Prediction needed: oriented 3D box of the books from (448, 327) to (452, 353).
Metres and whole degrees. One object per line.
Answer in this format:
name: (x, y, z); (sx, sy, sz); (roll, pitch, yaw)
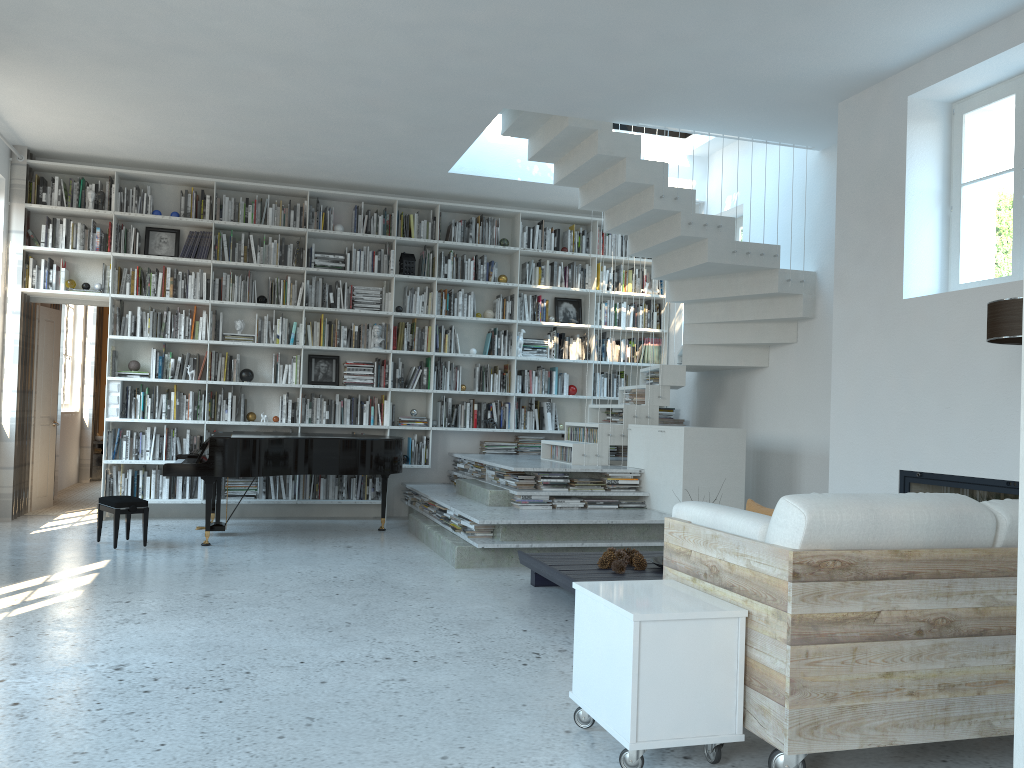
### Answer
books: (-0.627, -0.432, 8.944); (0.006, 0.270, 0.178); (2, -1, -17)

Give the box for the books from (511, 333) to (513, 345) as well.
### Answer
books: (-0.016, -0.393, 9.123); (0.010, 0.245, 0.158); (2, -1, -17)

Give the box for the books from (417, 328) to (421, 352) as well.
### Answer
books: (-0.939, -0.432, 8.830); (0.027, 0.242, 0.188); (2, -2, -17)

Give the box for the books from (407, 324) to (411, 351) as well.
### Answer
books: (-1.045, -0.453, 8.840); (0.035, 0.278, 0.139); (2, -1, -17)

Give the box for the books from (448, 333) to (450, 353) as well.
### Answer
books: (-0.650, -0.404, 8.933); (0.007, 0.211, 0.158); (2, -2, -17)

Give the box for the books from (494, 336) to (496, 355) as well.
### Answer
books: (-0.196, -0.383, 9.070); (0.006, 0.209, 0.188); (2, -2, -17)

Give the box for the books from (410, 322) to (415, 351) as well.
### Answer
books: (-0.991, -0.460, 8.817); (0.019, 0.293, 0.182); (2, -1, -17)

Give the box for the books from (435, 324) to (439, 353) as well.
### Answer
books: (-0.764, -0.447, 8.899); (0.035, 0.287, 0.191); (2, -1, -17)

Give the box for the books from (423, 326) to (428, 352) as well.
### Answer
books: (-0.875, -0.440, 8.873); (0.032, 0.266, 0.143); (2, -1, -17)

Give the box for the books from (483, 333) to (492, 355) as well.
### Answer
books: (-0.255, -0.400, 9.066); (0.056, 0.241, 0.153); (2, -1, -17)

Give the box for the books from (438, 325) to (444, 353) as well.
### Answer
books: (-0.717, -0.441, 8.896); (0.013, 0.279, 0.191); (2, -1, -17)

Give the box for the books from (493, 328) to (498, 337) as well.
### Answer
books: (-0.177, -0.425, 9.092); (0.013, 0.295, 0.154); (2, -1, -17)

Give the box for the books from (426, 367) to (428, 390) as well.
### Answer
books: (-0.864, -0.053, 8.869); (0.021, 0.226, 0.148); (2, -1, -17)

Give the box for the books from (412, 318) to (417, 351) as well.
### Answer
books: (-0.984, -0.481, 8.839); (0.021, 0.337, 0.169); (2, -1, -17)

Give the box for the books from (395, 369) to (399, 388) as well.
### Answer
books: (-1.145, -0.048, 8.773); (0.027, 0.192, 0.182); (2, -2, -17)

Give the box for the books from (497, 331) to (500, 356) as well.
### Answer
books: (-0.153, -0.408, 9.085); (0.018, 0.263, 0.165); (2, -1, -17)

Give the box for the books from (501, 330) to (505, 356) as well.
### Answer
books: (-0.108, -0.412, 9.108); (0.032, 0.274, 0.154); (2, -1, -17)

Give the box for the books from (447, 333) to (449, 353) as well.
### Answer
books: (-0.662, -0.403, 8.938); (0.014, 0.209, 0.156); (2, -2, -17)

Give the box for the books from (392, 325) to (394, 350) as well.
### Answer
books: (-1.194, -0.449, 8.789); (0.015, 0.255, 0.150); (2, -1, -17)

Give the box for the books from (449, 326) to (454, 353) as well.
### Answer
books: (-0.614, -0.440, 8.954); (0.013, 0.287, 0.159); (2, -1, -17)

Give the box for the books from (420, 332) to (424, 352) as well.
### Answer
books: (-0.919, -0.412, 8.844); (0.034, 0.204, 0.181); (2, -2, -17)

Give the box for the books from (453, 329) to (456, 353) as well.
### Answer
books: (-0.596, -0.422, 8.967); (0.007, 0.254, 0.161); (2, -1, -17)

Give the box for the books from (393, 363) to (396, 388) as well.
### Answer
books: (-1.177, -0.079, 8.785); (0.028, 0.253, 0.142); (2, -1, -17)

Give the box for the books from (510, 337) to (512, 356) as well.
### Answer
books: (-0.035, -0.377, 9.127); (0.023, 0.212, 0.164); (2, -2, -17)

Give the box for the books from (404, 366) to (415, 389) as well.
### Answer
books: (-1.027, -0.059, 8.807); (0.095, 0.228, 0.190); (2, -2, -17)

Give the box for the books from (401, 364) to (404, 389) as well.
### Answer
books: (-1.098, -0.073, 8.814); (0.035, 0.248, 0.141); (2, -1, -17)

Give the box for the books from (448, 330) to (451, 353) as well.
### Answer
books: (-0.641, -0.419, 8.949); (0.017, 0.243, 0.132); (2, -1, -17)

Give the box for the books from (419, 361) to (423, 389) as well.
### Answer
books: (-0.910, -0.084, 8.865); (0.013, 0.285, 0.138); (2, -1, -17)

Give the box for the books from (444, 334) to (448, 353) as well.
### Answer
books: (-0.677, -0.396, 8.906); (0.017, 0.192, 0.191); (2, -2, -17)

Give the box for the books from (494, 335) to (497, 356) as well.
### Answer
books: (-0.187, -0.388, 9.073); (0.013, 0.219, 0.187); (2, -2, -17)

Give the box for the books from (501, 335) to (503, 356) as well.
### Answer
books: (-0.123, -0.388, 9.087); (0.012, 0.224, 0.178); (2, -2, -17)

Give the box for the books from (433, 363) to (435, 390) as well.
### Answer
books: (-0.796, -0.070, 8.887); (0.010, 0.266, 0.158); (2, -1, -17)

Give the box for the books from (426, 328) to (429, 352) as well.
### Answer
books: (-0.862, -0.430, 8.892); (0.019, 0.247, 0.149); (2, -1, -17)

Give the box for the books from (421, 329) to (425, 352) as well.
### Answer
books: (-0.900, -0.428, 8.871); (0.028, 0.239, 0.145); (2, -1, -17)

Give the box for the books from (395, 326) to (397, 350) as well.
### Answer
books: (-1.166, -0.443, 8.808); (0.013, 0.247, 0.176); (2, -2, -17)

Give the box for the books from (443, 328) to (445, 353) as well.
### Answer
books: (-0.699, -0.428, 8.932); (0.013, 0.256, 0.144); (2, -1, -17)

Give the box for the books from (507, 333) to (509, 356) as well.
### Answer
books: (-0.063, -0.395, 9.121); (0.013, 0.244, 0.158); (2, -1, -17)

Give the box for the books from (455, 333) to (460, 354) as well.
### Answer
books: (-0.560, -0.398, 8.949); (0.051, 0.210, 0.176); (2, -2, -17)

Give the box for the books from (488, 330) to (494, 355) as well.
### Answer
books: (-0.217, -0.411, 9.070); (0.021, 0.264, 0.174); (2, -1, -17)

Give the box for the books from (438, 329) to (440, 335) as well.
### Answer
books: (-0.750, -0.424, 8.923); (0.007, 0.244, 0.145); (2, -1, -17)

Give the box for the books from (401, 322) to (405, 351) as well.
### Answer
books: (-1.096, -0.463, 8.813); (0.035, 0.293, 0.145); (2, -1, -17)

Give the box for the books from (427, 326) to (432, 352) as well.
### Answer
books: (-0.842, -0.440, 8.896); (0.033, 0.268, 0.142); (2, -1, -17)

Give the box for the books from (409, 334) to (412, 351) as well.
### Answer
books: (-1.023, -0.403, 8.848); (0.030, 0.181, 0.131); (2, -2, -17)

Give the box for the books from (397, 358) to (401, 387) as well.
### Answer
books: (-1.129, -0.104, 8.794); (0.013, 0.307, 0.141); (2, -1, -17)

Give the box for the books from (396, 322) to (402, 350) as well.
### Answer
books: (-1.129, -0.465, 8.792); (0.035, 0.293, 0.145); (2, -1, -17)

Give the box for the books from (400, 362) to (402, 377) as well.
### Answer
books: (-1.120, -0.083, 8.807); (0.012, 0.266, 0.157); (2, -1, -17)

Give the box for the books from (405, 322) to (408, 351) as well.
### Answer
books: (-1.057, -0.463, 8.812); (0.019, 0.294, 0.163); (2, -1, -17)

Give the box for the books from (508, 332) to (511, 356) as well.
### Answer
books: (-0.046, -0.399, 9.108); (0.011, 0.252, 0.169); (2, -1, -17)

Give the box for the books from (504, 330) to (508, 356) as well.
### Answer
books: (-0.081, -0.411, 9.093); (0.012, 0.273, 0.184); (2, -1, -17)

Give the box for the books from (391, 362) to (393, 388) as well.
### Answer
books: (-1.202, -0.085, 8.781); (0.024, 0.263, 0.154); (2, -1, -17)

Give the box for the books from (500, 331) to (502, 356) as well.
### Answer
books: (-0.137, -0.406, 9.091); (0.015, 0.259, 0.152); (2, -1, -17)

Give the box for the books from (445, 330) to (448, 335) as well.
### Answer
books: (-0.672, -0.420, 8.935); (0.008, 0.242, 0.169); (2, -2, -17)

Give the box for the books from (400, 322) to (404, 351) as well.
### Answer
books: (-1.104, -0.464, 8.795); (0.035, 0.293, 0.145); (2, -1, -17)

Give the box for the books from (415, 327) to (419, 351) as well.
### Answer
books: (-0.969, -0.438, 8.847); (0.033, 0.253, 0.174); (2, -1, -17)

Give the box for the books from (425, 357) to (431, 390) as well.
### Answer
books: (-0.845, -0.101, 8.872); (0.014, 0.325, 0.183); (2, -1, -17)

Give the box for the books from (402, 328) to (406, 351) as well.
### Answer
books: (-1.075, -0.432, 8.809); (0.015, 0.231, 0.180); (2, -2, -17)

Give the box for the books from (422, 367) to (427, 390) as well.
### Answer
books: (-0.885, -0.052, 8.851); (0.029, 0.223, 0.171); (2, -2, -17)

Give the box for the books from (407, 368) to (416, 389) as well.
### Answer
books: (-1.012, -0.049, 8.816); (0.089, 0.210, 0.175); (2, -2, -17)

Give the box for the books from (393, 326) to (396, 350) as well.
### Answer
books: (-1.177, -0.442, 8.793); (0.014, 0.244, 0.145); (2, -1, -17)
